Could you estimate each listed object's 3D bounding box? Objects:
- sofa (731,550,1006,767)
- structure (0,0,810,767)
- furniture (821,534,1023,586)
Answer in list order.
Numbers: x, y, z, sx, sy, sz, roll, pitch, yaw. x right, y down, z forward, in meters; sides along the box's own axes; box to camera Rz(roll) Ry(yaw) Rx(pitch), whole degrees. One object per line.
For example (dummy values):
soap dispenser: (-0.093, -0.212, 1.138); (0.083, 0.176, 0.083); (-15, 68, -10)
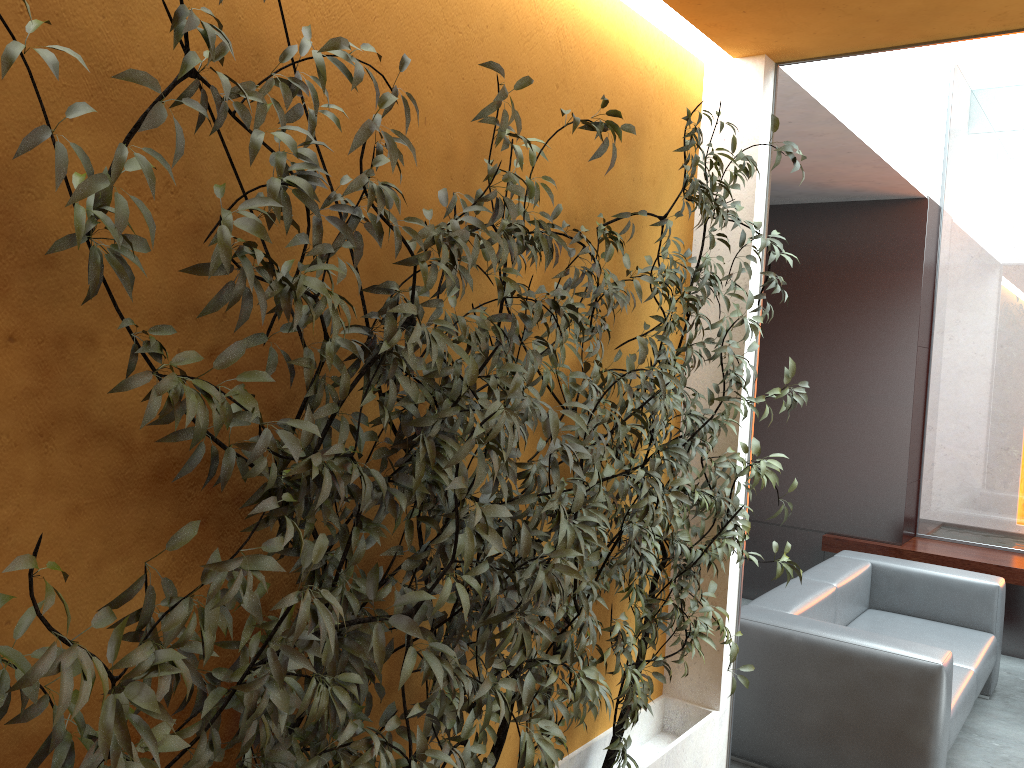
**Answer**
sofa: (1.887, 1.388, 4.581); (0.943, 0.652, 2.025); (5, 3, 35)
structure: (0.052, 0.197, 2.245); (0.622, 2.483, 3.166); (5, 3, 34)
furniture: (4.836, 1.353, 4.871); (6.000, 0.109, 0.600); (5, 3, 35)
